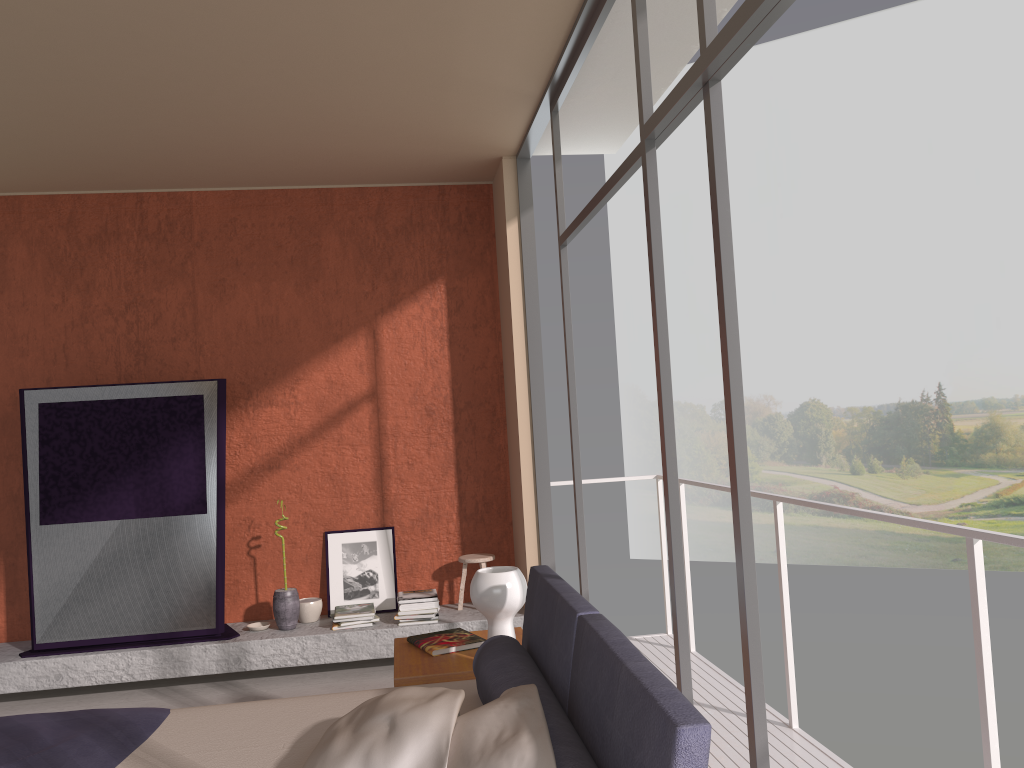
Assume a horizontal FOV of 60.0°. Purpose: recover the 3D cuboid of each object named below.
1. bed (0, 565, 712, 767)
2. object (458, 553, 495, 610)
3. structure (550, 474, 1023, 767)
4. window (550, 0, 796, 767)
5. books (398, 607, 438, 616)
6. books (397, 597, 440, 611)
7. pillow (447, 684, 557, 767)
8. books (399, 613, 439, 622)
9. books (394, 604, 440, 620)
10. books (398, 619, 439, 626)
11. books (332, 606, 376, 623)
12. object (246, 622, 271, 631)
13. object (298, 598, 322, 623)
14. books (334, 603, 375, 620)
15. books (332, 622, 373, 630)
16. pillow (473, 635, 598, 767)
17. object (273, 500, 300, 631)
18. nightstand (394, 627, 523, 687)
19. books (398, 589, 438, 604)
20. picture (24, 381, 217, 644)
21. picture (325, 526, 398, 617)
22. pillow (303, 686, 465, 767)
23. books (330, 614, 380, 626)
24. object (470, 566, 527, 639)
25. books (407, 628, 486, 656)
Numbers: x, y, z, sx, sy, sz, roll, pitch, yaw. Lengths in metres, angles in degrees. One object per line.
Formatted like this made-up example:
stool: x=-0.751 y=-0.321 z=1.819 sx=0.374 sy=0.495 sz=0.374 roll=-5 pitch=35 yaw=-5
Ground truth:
bed: x=-0.955 y=1.148 z=2.178 sx=2.462 sy=0.959 sz=2.017 roll=-3 pitch=-2 yaw=-8
object: x=-0.210 y=1.301 z=5.805 sx=0.257 sy=0.349 sz=0.260 roll=-1 pitch=-3 yaw=-38
structure: x=1.119 y=0.905 z=1.808 sx=0.728 sy=1.005 sz=7.689 roll=-3 pitch=-2 yaw=-8
window: x=0.688 y=-0.064 z=1.605 sx=0.075 sy=3.133 sz=6.106 roll=-3 pitch=-2 yaw=-8
books: x=-0.594 y=1.409 z=5.608 sx=0.247 sy=0.027 sz=0.328 roll=-3 pitch=-2 yaw=-6
books: x=-0.596 y=1.377 z=5.610 sx=0.247 sy=0.038 sz=0.319 roll=-3 pitch=-3 yaw=-10
pillow: x=-0.106 y=0.902 z=2.013 sx=0.400 sy=0.265 sz=0.791 roll=-3 pitch=-2 yaw=-5
books: x=-0.592 y=1.458 z=5.612 sx=0.247 sy=0.018 sz=0.287 roll=-3 pitch=-2 yaw=-8
books: x=-0.594 y=1.436 z=5.588 sx=0.247 sy=0.025 sz=0.287 roll=-4 pitch=-2 yaw=3
books: x=-0.590 y=1.476 z=5.605 sx=0.247 sy=0.018 sz=0.328 roll=-3 pitch=-2 yaw=-6
books: x=-0.988 y=1.449 z=5.576 sx=0.247 sy=0.025 sz=0.287 roll=-3 pitch=-2 yaw=-5
object: x=-1.588 y=1.531 z=5.570 sx=0.152 sy=0.040 sz=0.152 roll=-5 pitch=-3 yaw=27
object: x=-1.314 y=1.465 z=5.725 sx=0.179 sy=0.137 sz=0.180 roll=-4 pitch=-2 yaw=5
books: x=-0.991 y=1.428 z=5.582 sx=0.247 sy=0.018 sz=0.328 roll=-3 pitch=-3 yaw=-11
books: x=-1.003 y=1.495 z=5.578 sx=0.247 sy=0.025 sz=0.287 roll=-3 pitch=-3 yaw=-11
pillow: x=0.058 y=0.915 z=2.309 sx=0.205 sy=0.201 sz=1.470 roll=-3 pitch=-2 yaw=-8
object: x=-1.426 y=1.127 z=5.555 sx=0.165 sy=0.810 sz=0.165 roll=-4 pitch=-3 yaw=16
nightstand: x=-0.179 y=1.355 z=3.584 sx=0.562 sy=0.556 sz=0.628 roll=-3 pitch=-2 yaw=-8
books: x=-0.599 y=1.346 z=5.617 sx=0.247 sy=0.025 sz=0.287 roll=-3 pitch=-2 yaw=-8
picture: x=-2.340 y=0.754 z=5.363 sx=1.129 sy=1.496 sz=0.126 roll=-3 pitch=-2 yaw=-8
picture: x=-0.997 y=1.242 z=5.881 sx=0.458 sy=0.550 sz=0.117 roll=-3 pitch=-2 yaw=-8
pillow: x=-0.335 y=0.940 z=2.342 sx=0.431 sy=0.264 sz=0.869 roll=-3 pitch=-2 yaw=0
books: x=-0.992 y=1.472 z=5.589 sx=0.247 sy=0.018 sz=0.328 roll=-2 pitch=-3 yaw=-23
object: x=-0.046 y=0.890 z=3.442 sx=0.224 sy=0.338 sz=0.224 roll=-4 pitch=-2 yaw=4
books: x=-0.273 y=1.074 z=3.700 sx=0.247 sy=0.025 sz=0.287 roll=-2 pitch=-3 yaw=-27
